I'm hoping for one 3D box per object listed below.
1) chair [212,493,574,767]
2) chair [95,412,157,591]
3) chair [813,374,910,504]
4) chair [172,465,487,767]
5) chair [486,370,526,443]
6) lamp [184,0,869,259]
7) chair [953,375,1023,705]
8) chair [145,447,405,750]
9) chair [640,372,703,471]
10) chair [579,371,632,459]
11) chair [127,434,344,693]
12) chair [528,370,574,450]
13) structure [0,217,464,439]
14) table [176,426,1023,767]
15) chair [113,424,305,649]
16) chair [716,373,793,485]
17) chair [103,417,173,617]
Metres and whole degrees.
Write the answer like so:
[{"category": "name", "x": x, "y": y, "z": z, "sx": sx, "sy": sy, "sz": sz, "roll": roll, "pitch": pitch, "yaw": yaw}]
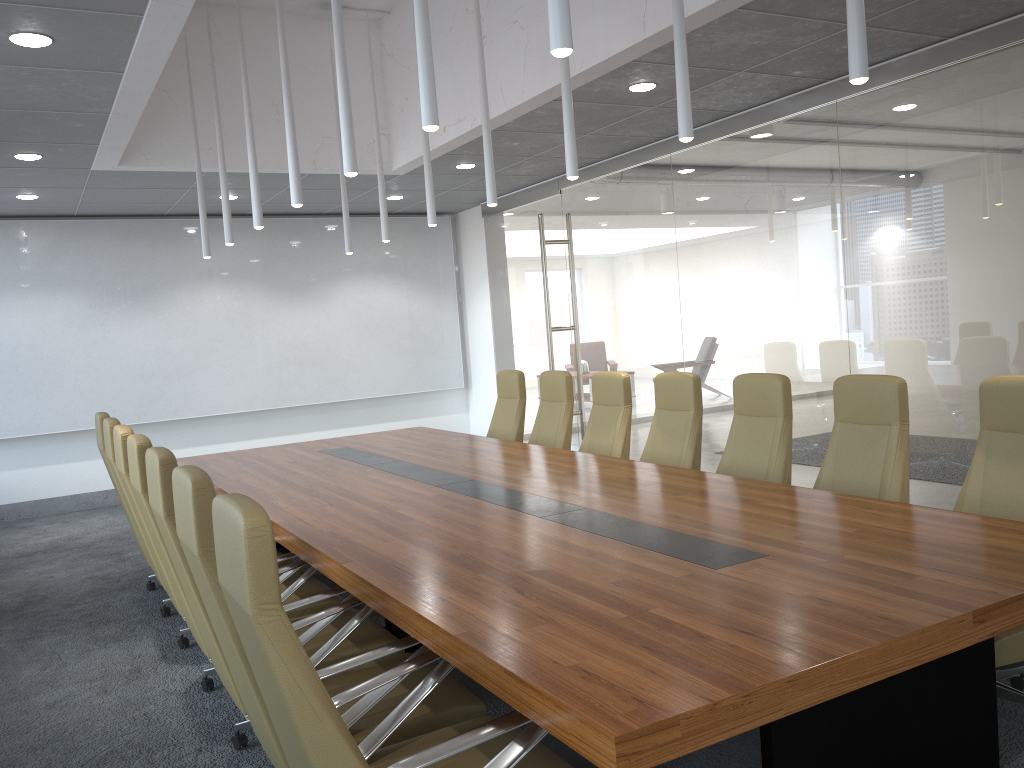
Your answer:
[{"category": "chair", "x": -0.304, "y": 0.963, "z": 2.643, "sx": 0.955, "sy": 1.406, "sz": 0.711, "roll": -6, "pitch": 4, "yaw": -29}, {"category": "chair", "x": -2.612, "y": 0.867, "z": 6.834, "sx": 0.955, "sy": 1.406, "sz": 0.711, "roll": -6, "pitch": 4, "yaw": -29}, {"category": "chair", "x": 1.583, "y": 0.692, "z": 4.587, "sx": 0.955, "sy": 1.406, "sz": 0.711, "roll": -6, "pitch": 4, "yaw": -29}, {"category": "chair", "x": -0.683, "y": 0.947, "z": 3.330, "sx": 0.955, "sy": 1.406, "sz": 0.711, "roll": -6, "pitch": 4, "yaw": -29}, {"category": "chair", "x": -0.346, "y": 0.611, "z": 8.090, "sx": 0.955, "sy": 1.406, "sz": 0.711, "roll": -6, "pitch": 4, "yaw": -29}, {"category": "lamp", "x": -0.562, "y": -2.302, "z": 5.152, "sx": 2.619, "sy": 2.378, "sz": 7.258, "roll": -6, "pitch": 4, "yaw": -29}, {"category": "chair", "x": 2.035, "y": 0.701, "z": 3.907, "sx": 0.955, "sy": 1.406, "sz": 0.711, "roll": -6, "pitch": 4, "yaw": -29}, {"category": "chair", "x": -1.073, "y": 0.931, "z": 4.039, "sx": 0.955, "sy": 1.406, "sz": 0.711, "roll": -6, "pitch": 4, "yaw": -29}, {"category": "chair", "x": 0.813, "y": 0.659, "z": 5.984, "sx": 0.955, "sy": 1.406, "sz": 0.711, "roll": -6, "pitch": 4, "yaw": -29}, {"category": "chair", "x": 0.430, "y": 0.643, "z": 6.681, "sx": 0.955, "sy": 1.406, "sz": 0.711, "roll": -6, "pitch": 4, "yaw": -29}, {"category": "chair", "x": -1.461, "y": 0.915, "z": 4.743, "sx": 0.955, "sy": 1.406, "sz": 0.711, "roll": -6, "pitch": 4, "yaw": -29}, {"category": "chair", "x": 0.039, "y": 0.627, "z": 7.389, "sx": 0.955, "sy": 1.406, "sz": 0.711, "roll": -6, "pitch": 4, "yaw": -29}, {"category": "structure", "x": -0.394, "y": -0.716, "z": 5.286, "sx": 6.600, "sy": 2.466, "sz": 13.989, "roll": -6, "pitch": 4, "yaw": -29}, {"category": "table", "x": -0.305, "y": 1.041, "z": 5.371, "sx": 2.300, "sy": 0.895, "sz": 6.500, "roll": -6, "pitch": 4, "yaw": -29}, {"category": "chair", "x": -1.854, "y": 0.899, "z": 5.456, "sx": 0.955, "sy": 1.406, "sz": 0.711, "roll": -6, "pitch": 4, "yaw": -29}, {"category": "chair", "x": 1.199, "y": 0.675, "z": 5.284, "sx": 0.955, "sy": 1.406, "sz": 0.711, "roll": -6, "pitch": 4, "yaw": -29}, {"category": "chair", "x": -2.228, "y": 0.883, "z": 6.136, "sx": 0.955, "sy": 1.406, "sz": 0.711, "roll": -6, "pitch": 4, "yaw": -29}]
